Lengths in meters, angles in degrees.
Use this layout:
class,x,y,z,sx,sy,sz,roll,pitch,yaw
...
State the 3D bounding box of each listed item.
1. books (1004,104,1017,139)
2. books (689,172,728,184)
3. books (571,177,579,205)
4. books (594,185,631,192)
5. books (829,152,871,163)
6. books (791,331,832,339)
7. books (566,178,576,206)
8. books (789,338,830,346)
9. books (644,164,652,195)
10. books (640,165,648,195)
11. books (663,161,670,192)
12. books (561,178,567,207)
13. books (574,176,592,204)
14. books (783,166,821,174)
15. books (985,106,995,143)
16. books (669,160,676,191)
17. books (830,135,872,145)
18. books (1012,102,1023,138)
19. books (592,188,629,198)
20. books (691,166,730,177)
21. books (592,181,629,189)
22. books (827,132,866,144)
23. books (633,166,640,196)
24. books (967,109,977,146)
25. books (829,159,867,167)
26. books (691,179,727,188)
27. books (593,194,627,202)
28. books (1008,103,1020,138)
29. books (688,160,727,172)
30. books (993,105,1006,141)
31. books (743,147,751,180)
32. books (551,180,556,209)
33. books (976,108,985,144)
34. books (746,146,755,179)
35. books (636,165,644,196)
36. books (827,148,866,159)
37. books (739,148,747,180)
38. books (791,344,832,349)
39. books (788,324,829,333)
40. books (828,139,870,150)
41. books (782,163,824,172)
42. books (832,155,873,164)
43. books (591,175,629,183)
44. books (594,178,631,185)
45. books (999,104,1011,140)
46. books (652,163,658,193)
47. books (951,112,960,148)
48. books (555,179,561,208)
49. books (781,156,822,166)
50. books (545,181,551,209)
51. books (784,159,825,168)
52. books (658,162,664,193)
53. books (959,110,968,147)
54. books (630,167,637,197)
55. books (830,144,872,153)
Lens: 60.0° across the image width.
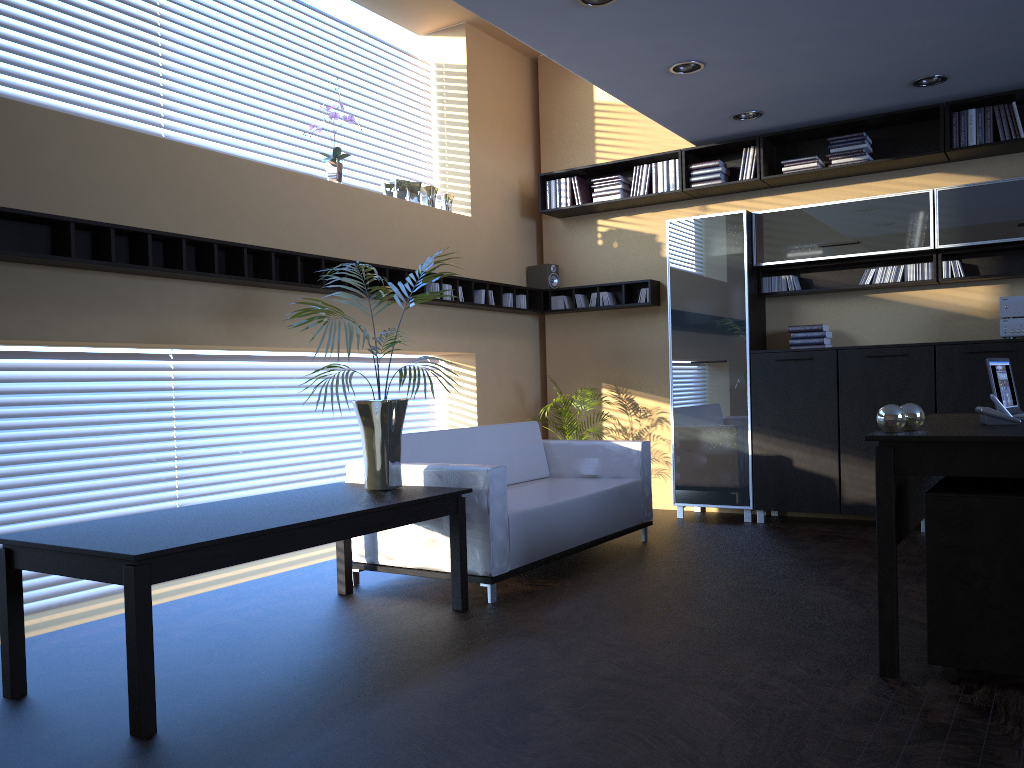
class,x,y,z,sx,sy,sz,roll,pitch,yaw
books,3.401,-1.759,6.038,0.072,0.258,0.207,-1,1,33
books,1.591,-1.652,7.172,0.258,0.050,0.207,-2,0,32
books,0.601,-1.676,7.803,0.075,0.260,0.207,-1,1,32
books,0.870,-1.671,7.646,0.258,0.028,0.207,-2,0,32
books,2.519,-1.678,6.602,0.258,0.028,0.207,-2,0,32
books,2.301,-0.373,6.805,0.258,0.050,0.207,-2,0,33
books,0.546,-1.674,7.834,0.050,0.258,0.207,-1,1,32
books,2.287,-0.322,6.805,0.258,0.050,0.207,-2,0,33
books,1.180,-1.693,7.447,0.075,0.260,0.207,-1,1,32
books,1.145,-1.692,7.451,0.075,0.260,0.207,-1,1,32
books,1.314,-1.698,7.343,0.050,0.258,0.207,-1,1,33
books,0.502,-1.673,7.861,0.050,0.258,0.207,-1,1,33
books,0.625,-1.677,7.782,0.075,0.260,0.207,-1,1,31
books,2.231,-1.612,6.767,0.258,0.028,0.207,-2,0,33
books,3.296,-1.758,6.112,0.050,0.258,0.207,-1,1,32
books,1.358,-1.699,7.316,0.050,0.258,0.207,-1,1,32
books,2.519,-1.792,6.586,0.258,0.028,0.207,-2,0,32
books,3.434,-1.762,6.006,0.072,0.258,0.207,-1,1,32
books,0.853,-1.630,7.645,0.258,0.050,0.207,-2,0,31
books,1.606,-1.704,7.173,0.258,0.050,0.207,-2,0,32
books,0.849,-1.699,7.634,0.258,0.028,0.207,-2,0,33
books,2.502,-1.820,6.600,0.258,0.028,0.207,-2,0,32
books,1.091,-1.691,7.485,0.075,0.260,0.207,-1,1,32
books,3.205,-1.755,6.163,0.050,0.258,0.207,-1,1,32
books,2.515,-1.621,6.597,0.258,0.028,0.207,-2,0,32
books,1.605,-1.601,7.172,0.258,0.050,0.207,-2,0,32
books,0.861,-1.579,7.637,0.258,0.050,0.207,-2,0,33
books,3.428,-1.762,6.040,0.072,0.258,0.207,-1,1,32
books,1.584,-1.754,7.180,0.258,0.050,0.207,-2,0,32
books,3.349,-1.760,6.076,0.075,0.260,0.207,-1,1,33
books,1.884,-1.715,7.002,0.075,0.260,0.207,-1,1,32
books,0.415,-1.670,7.919,0.050,0.258,0.207,-1,1,32
books,3.253,-1.757,6.142,0.050,0.258,0.207,-1,1,32
books,1.903,-1.716,6.974,0.075,0.260,0.207,-1,1,31
books,1.118,-1.692,7.467,0.075,0.260,0.207,-1,1,32
books,2.507,-1.706,6.624,0.258,0.028,0.207,-2,0,31
books,1.854,-1.714,7.016,0.075,0.260,0.207,-1,1,32
books,2.295,-0.270,6.796,0.258,0.050,0.207,-2,0,33
books,2.276,-0.423,6.807,0.258,0.050,0.207,-2,0,32
books,2.511,-1.764,6.596,0.258,0.028,0.207,-2,0,32
books,2.223,-1.640,6.774,0.258,0.028,0.207,-2,0,33
books,2.537,-1.650,6.593,0.258,0.028,0.207,-2,0,33
books,0.847,-1.756,7.650,0.258,0.028,0.207,-2,0,32
books,0.867,-1.728,7.640,0.258,0.028,0.207,-2,0,32
books,3.376,-1.760,6.058,0.075,0.260,0.207,-1,1,32
books,1.230,-1.695,7.405,0.050,0.258,0.207,-1,1,33
books,3.120,-1.753,6.224,0.050,0.258,0.207,-1,1,33
books,0.454,-1.671,7.882,0.050,0.258,0.207,-1,1,31
books,2.220,-1.697,6.788,0.258,0.028,0.207,-2,0,31
books,0.369,-1.669,7.944,0.050,0.258,0.207,-1,1,32
books,2.236,-1.669,6.772,0.258,0.028,0.207,-2,0,32
books,1.274,-1.696,7.377,0.050,0.258,0.207,-1,1,32
books,3.164,-1.754,6.196,0.050,0.258,0.207,-1,1,32
books,1.068,-1.690,7.508,0.075,0.260,0.207,-1,1,32
books,2.527,-1.736,6.600,0.258,0.028,0.207,-2,0,32
